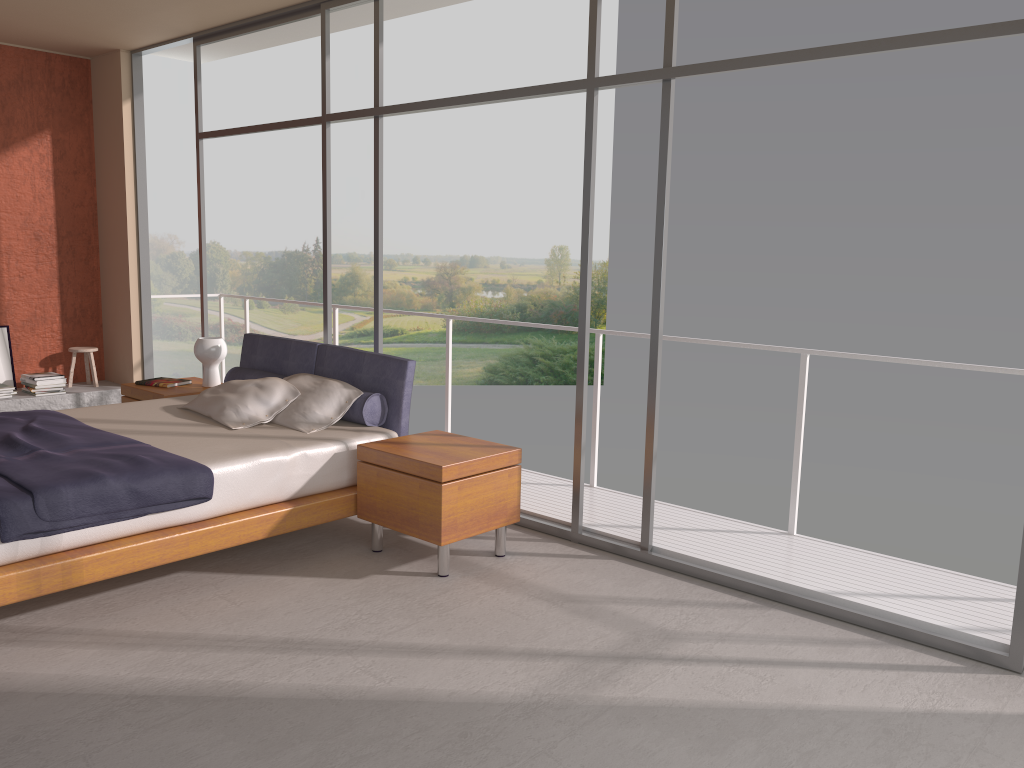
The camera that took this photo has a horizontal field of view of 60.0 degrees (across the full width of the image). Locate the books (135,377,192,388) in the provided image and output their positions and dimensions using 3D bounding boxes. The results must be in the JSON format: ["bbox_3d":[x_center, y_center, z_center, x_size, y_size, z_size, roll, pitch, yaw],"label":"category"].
[{"bbox_3d":[-2.461,-0.011,6.272,0.287,0.025,0.247,5,9,22],"label":"books"}]

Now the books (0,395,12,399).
[{"bbox_3d":[-4.271,0.097,7.247,0.287,0.025,0.247,8,11,38],"label":"books"}]

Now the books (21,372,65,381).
[{"bbox_3d":[-3.977,-0.065,7.520,0.287,0.025,0.247,9,11,41],"label":"books"}]

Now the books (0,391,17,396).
[{"bbox_3d":[-4.268,0.072,7.259,0.328,0.018,0.247,6,10,26],"label":"books"}]

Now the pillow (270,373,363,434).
[{"bbox_3d":[-1.224,0.104,5.106,0.791,0.265,0.400,10,12,44],"label":"pillow"}]

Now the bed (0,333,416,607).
[{"bbox_3d":[-1.996,0.335,4.708,2.017,0.959,2.462,9,11,41],"label":"bed"}]

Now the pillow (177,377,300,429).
[{"bbox_3d":[-1.614,0.090,5.206,0.431,0.264,0.869,-6,11,-40],"label":"pillow"}]

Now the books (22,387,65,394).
[{"bbox_3d":[-3.979,0.047,7.536,0.287,0.018,0.247,9,11,41],"label":"books"}]

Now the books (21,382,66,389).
[{"bbox_3d":[-3.974,-0.001,7.525,0.328,0.027,0.247,9,12,43],"label":"books"}]

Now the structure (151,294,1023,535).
[{"bbox_3d":[-0.167,0.117,5.758,7.689,1.005,0.728,9,11,41],"label":"structure"}]

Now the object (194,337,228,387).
[{"bbox_3d":[-2.105,-0.153,6.204,0.224,0.338,0.224,-5,11,-36],"label":"object"}]

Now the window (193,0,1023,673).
[{"bbox_3d":[-0.267,-0.794,5.187,6.106,3.133,0.075,9,11,41],"label":"window"}]

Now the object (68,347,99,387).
[{"bbox_3d":[-3.801,-0.149,7.908,0.260,0.349,0.257,3,9,11],"label":"object"}]

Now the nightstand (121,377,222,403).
[{"bbox_3d":[-2.343,0.284,6.288,0.628,0.556,0.562,9,11,41],"label":"nightstand"}]

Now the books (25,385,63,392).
[{"bbox_3d":[-3.963,0.029,7.514,0.247,0.025,0.287,-5,11,-37],"label":"books"}]

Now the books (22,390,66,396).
[{"bbox_3d":[-3.975,0.065,7.535,0.328,0.018,0.247,9,12,43],"label":"books"}]

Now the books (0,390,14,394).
[{"bbox_3d":[-4.254,0.052,7.249,0.287,0.025,0.247,10,12,43],"label":"books"}]

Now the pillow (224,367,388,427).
[{"bbox_3d":[-1.294,0.063,5.436,1.470,0.201,0.205,9,11,41],"label":"pillow"}]

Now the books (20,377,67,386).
[{"bbox_3d":[-3.973,-0.033,7.520,0.319,0.038,0.247,8,11,38],"label":"books"}]

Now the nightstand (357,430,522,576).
[{"bbox_3d":[-0.376,0.592,4.555,0.628,0.556,0.562,9,11,41],"label":"nightstand"}]

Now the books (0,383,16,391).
[{"bbox_3d":[-4.258,0.030,7.248,0.328,0.018,0.247,8,11,38],"label":"books"}]

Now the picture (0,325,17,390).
[{"bbox_3d":[-4.438,-0.204,7.439,0.117,0.550,0.458,9,11,41],"label":"picture"}]
